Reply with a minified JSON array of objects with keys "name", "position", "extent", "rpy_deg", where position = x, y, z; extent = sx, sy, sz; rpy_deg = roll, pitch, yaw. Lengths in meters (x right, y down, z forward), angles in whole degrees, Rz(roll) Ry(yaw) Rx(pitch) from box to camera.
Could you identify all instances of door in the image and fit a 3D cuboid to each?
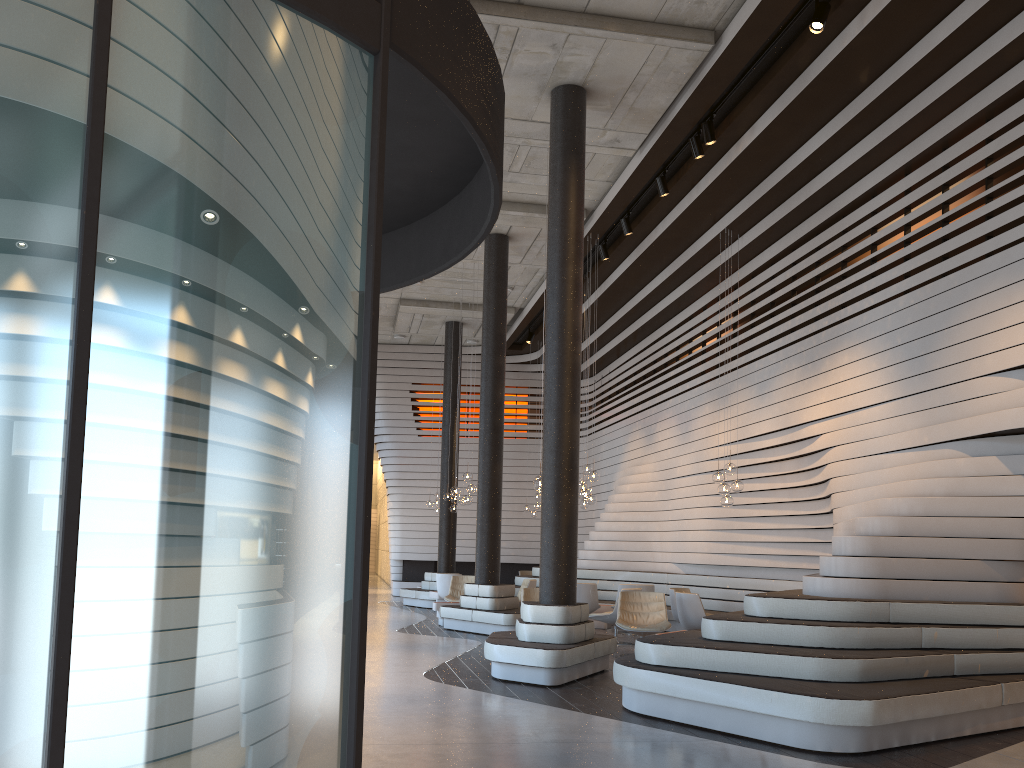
[{"name":"door","position":[-1.659,0.391,2.927],"extent":[3.201,2.823,3.295],"rpy_deg":[2,-8,-3]}]

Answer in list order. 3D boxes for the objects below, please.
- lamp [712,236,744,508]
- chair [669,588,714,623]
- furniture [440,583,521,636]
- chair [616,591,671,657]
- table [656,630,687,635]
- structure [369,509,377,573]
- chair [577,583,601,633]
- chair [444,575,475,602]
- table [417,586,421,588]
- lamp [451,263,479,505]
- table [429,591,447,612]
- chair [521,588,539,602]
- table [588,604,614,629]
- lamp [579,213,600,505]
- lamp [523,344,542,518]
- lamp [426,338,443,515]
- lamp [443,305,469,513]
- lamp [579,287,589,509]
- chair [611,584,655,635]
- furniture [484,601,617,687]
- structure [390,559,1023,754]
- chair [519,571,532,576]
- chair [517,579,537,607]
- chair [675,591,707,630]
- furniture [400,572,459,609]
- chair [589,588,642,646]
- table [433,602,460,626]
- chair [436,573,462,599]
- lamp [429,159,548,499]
[{"name":"lamp","position":[2.868,-0.685,11.806],"extent":[0.336,4.668,0.532],"rpy_deg":[-3,-6,41]},{"name":"chair","position":[2.525,3.211,12.159],"extent":[0.716,0.759,0.659],"rpy_deg":[-3,-9,34]},{"name":"furniture","position":[-0.123,3.363,13.224],"extent":[1.276,0.714,1.793],"rpy_deg":[9,-12,-39]},{"name":"chair","position":[1.575,2.897,10.615],"extent":[0.657,0.758,0.718],"rpy_deg":[1,-7,6]},{"name":"table","position":[1.891,2.950,9.795],"extent":[0.906,0.366,0.418],"rpy_deg":[9,-11,-37]},{"name":"structure","position":[-7.878,6.856,38.793],"extent":[4.526,2.835,5.899],"rpy_deg":[3,-10,-10]},{"name":"chair","position":[1.030,3.433,13.563],"extent":[0.657,0.758,0.718],"rpy_deg":[0,-7,10]},{"name":"chair","position":[-0.800,3.648,14.974],"extent":[0.657,0.758,0.718],"rpy_deg":[1,-7,8]},{"name":"table","position":[-1.717,4.679,19.565],"extent":[0.905,0.367,0.419],"rpy_deg":[8,-10,-32]},{"name":"lamp","position":[-0.697,-0.293,14.812],"extent":[0.543,4.629,0.296],"rpy_deg":[4,-5,-25]},{"name":"table","position":[-1.169,4.253,17.205],"extent":[0.905,0.367,0.419],"rpy_deg":[2,-8,-2]},{"name":"chair","position":[0.425,2.913,10.867],"extent":[0.656,0.758,0.720],"rpy_deg":[3,-7,-9]},{"name":"table","position":[1.302,3.802,14.436],"extent":[0.910,0.367,0.417],"rpy_deg":[-3,-9,22]},{"name":"lamp","position":[1.163,-0.554,13.199],"extent":[0.309,4.695,0.668],"rpy_deg":[2,-5,-2]},{"name":"lamp","position":[0.567,0.686,19.867],"extent":[0.546,4.629,0.295],"rpy_deg":[0,-5,15]},{"name":"lamp","position":[-1.680,0.686,20.196],"extent":[0.277,4.583,0.545],"rpy_deg":[-2,-6,38]},{"name":"lamp","position":[-1.034,0.234,17.379],"extent":[0.277,4.583,0.545],"rpy_deg":[-2,-6,41]},{"name":"lamp","position":[1.228,-0.182,15.128],"extent":[0.293,4.629,0.550],"rpy_deg":[3,-5,-15]},{"name":"chair","position":[1.878,3.468,13.626],"extent":[0.656,0.758,0.719],"rpy_deg":[2,-7,-3]},{"name":"furniture","position":[0.238,2.577,8.967],"extent":[1.282,0.714,1.785],"rpy_deg":[-3,-11,25]},{"name":"structure","position":[1.814,3.597,14.760],"extent":[5.764,0.917,18.476],"rpy_deg":[4,-11,-14]},{"name":"chair","position":[0.492,4.549,19.609],"extent":[0.656,0.758,0.719],"rpy_deg":[7,-9,-37]},{"name":"chair","position":[0.040,3.550,14.328],"extent":[0.710,0.759,0.665],"rpy_deg":[2,-7,-7]},{"name":"chair","position":[2.424,3.018,11.141],"extent":[0.709,0.759,0.665],"rpy_deg":[3,-7,-11]},{"name":"furniture","position":[-1.662,4.286,18.384],"extent":[1.273,0.714,1.798],"rpy_deg":[4,-10,-14]},{"name":"chair","position":[1.408,3.154,12.017],"extent":[0.715,0.759,0.660],"rpy_deg":[-3,-8,30]},{"name":"table","position":[-0.847,3.690,14.146],"extent":[0.904,0.367,0.419],"rpy_deg":[5,-9,-17]},{"name":"chair","position":[-1.085,3.915,16.447],"extent":[0.660,0.758,0.715],"rpy_deg":[-2,-8,27]},{"name":"lamp","position":[2.884,-1.767,5.472],"extent":[9.021,4.563,42.522],"rpy_deg":[3,-11,-10]}]
